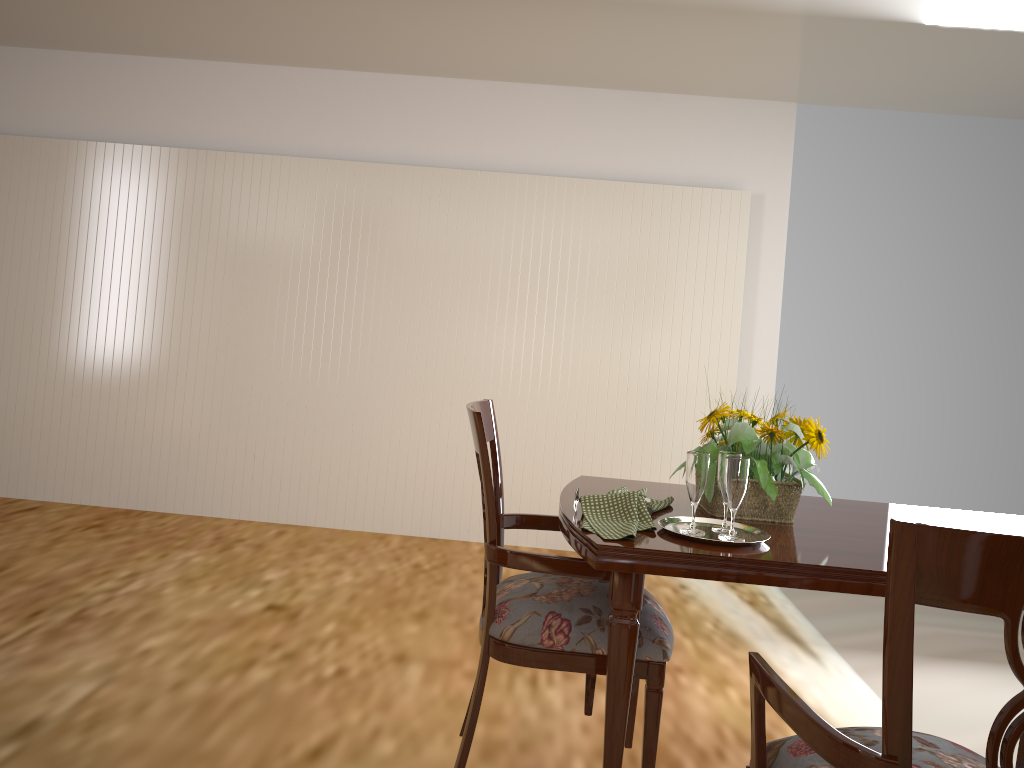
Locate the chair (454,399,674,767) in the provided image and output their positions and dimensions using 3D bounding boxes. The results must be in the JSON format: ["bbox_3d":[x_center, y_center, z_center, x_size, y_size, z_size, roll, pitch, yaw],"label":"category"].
[{"bbox_3d":[0.104,0.432,1.831,0.459,0.747,0.404,5,0,3],"label":"chair"}]

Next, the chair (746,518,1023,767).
[{"bbox_3d":[0.516,0.510,1.069,0.404,0.747,0.459,5,0,-1],"label":"chair"}]

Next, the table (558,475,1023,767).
[{"bbox_3d":[0.911,0.593,1.793,1.678,0.559,0.735,5,2,3],"label":"table"}]

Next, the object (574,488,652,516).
[{"bbox_3d":[0.196,0.234,1.717,0.146,0.046,0.046,6,1,16],"label":"object"}]

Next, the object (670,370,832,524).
[{"bbox_3d":[0.515,0.139,1.895,0.298,0.338,0.318,5,1,-6],"label":"object"}]

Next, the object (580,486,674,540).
[{"bbox_3d":[0.222,0.231,1.755,0.167,0.056,0.527,6,3,16],"label":"object"}]
